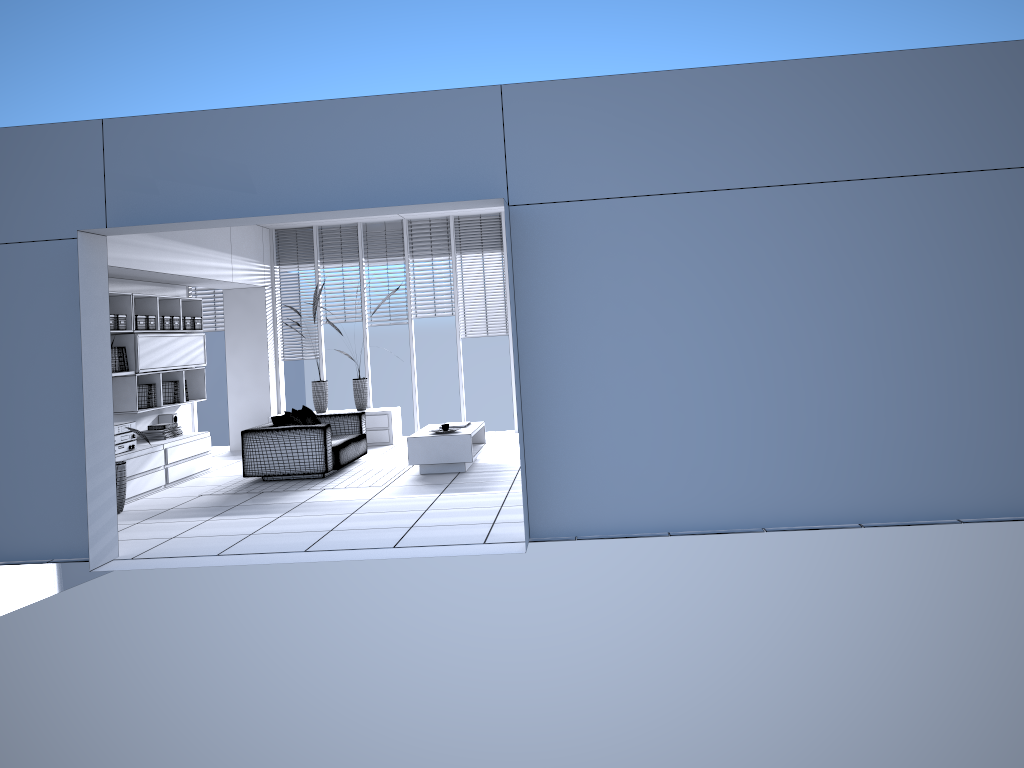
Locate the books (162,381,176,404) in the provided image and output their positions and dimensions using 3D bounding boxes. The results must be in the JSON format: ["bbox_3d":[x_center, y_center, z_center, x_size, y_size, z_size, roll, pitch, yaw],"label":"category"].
[{"bbox_3d":[-3.965,0.102,10.121,0.207,0.261,0.074,-4,-3,5],"label":"books"}]

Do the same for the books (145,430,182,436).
[{"bbox_3d":[-3.869,0.539,9.713,0.285,0.008,0.415,-3,3,6],"label":"books"}]

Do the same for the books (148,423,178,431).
[{"bbox_3d":[-3.845,0.468,9.706,0.207,0.050,0.259,-3,3,10],"label":"books"}]

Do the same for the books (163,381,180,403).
[{"bbox_3d":[-3.961,0.096,10.220,0.207,0.260,0.050,-4,-3,5],"label":"books"}]

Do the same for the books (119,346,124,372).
[{"bbox_3d":[-4.095,-0.249,9.032,0.207,0.261,0.074,-4,-3,5],"label":"books"}]

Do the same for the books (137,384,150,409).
[{"bbox_3d":[-4.016,0.140,9.518,0.207,0.261,0.074,-4,-3,5],"label":"books"}]

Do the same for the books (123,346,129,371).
[{"bbox_3d":[-4.075,-0.255,9.108,0.207,0.259,0.072,-4,-3,4],"label":"books"}]

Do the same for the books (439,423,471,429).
[{"bbox_3d":[-0.617,0.457,9.648,0.285,0.008,0.415,-3,3,6],"label":"books"}]

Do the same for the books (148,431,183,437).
[{"bbox_3d":[-3.862,0.558,9.745,0.285,0.008,0.415,-3,3,6],"label":"books"}]

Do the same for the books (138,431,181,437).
[{"bbox_3d":[-3.869,0.548,9.706,0.285,0.008,0.415,-3,3,6],"label":"books"}]

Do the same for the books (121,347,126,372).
[{"bbox_3d":[-4.088,-0.250,9.064,0.207,0.259,0.072,-4,-3,5],"label":"books"}]

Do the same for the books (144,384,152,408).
[{"bbox_3d":[-4.014,0.138,9.550,0.207,0.261,0.074,-4,-3,4],"label":"books"}]

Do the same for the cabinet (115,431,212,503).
[{"bbox_3d":[-3.847,0.861,9.104,0.573,0.450,2.270,-4,3,5],"label":"cabinet"}]

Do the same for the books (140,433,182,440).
[{"bbox_3d":[-3.872,0.578,9.727,0.285,0.008,0.415,-3,3,6],"label":"books"}]

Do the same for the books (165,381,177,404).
[{"bbox_3d":[-3.963,0.100,10.153,0.207,0.261,0.074,-4,-3,4],"label":"books"}]

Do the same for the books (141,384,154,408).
[{"bbox_3d":[-4.012,0.134,9.617,0.207,0.260,0.050,-4,-3,5],"label":"books"}]

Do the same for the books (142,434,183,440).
[{"bbox_3d":[-3.863,0.587,9.744,0.285,0.008,0.415,-3,3,6],"label":"books"}]

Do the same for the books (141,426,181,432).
[{"bbox_3d":[-3.878,0.501,9.698,0.285,0.008,0.415,-3,3,6],"label":"books"}]

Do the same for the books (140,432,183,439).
[{"bbox_3d":[-3.862,0.567,9.738,0.285,0.008,0.415,-3,3,6],"label":"books"}]

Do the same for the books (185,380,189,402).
[{"bbox_3d":[-3.947,0.084,10.452,0.207,0.261,0.074,-4,-3,5],"label":"books"}]

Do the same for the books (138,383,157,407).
[{"bbox_3d":[-4.007,0.130,9.669,0.207,0.260,0.050,-4,-3,5],"label":"books"}]

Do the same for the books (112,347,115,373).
[{"bbox_3d":[-4.113,-0.240,8.885,0.207,0.260,0.050,-4,-3,5],"label":"books"}]

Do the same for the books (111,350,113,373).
[{"bbox_3d":[-4.110,-0.237,8.833,0.207,0.260,0.050,-4,-3,5],"label":"books"}]

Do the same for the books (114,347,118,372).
[{"bbox_3d":[-4.106,-0.243,8.937,0.207,0.260,0.050,-4,-3,5],"label":"books"}]

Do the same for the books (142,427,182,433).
[{"bbox_3d":[-3.868,0.510,9.714,0.285,0.008,0.415,-3,3,6],"label":"books"}]

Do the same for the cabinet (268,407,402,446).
[{"bbox_3d":[-2.384,0.607,11.947,1.674,0.452,0.597,-3,1,5],"label":"cabinet"}]

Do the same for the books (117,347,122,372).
[{"bbox_3d":[-4.098,-0.247,9.001,0.207,0.261,0.074,-4,-3,5],"label":"books"}]

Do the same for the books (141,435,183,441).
[{"bbox_3d":[-3.863,0.596,9.737,0.285,0.008,0.415,-3,3,6],"label":"books"}]

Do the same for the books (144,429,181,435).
[{"bbox_3d":[-3.878,0.530,9.696,0.285,0.008,0.415,-3,3,6],"label":"books"}]

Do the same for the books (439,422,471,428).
[{"bbox_3d":[-0.619,0.442,9.638,0.285,0.008,0.415,-3,3,6],"label":"books"}]

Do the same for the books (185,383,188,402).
[{"bbox_3d":[-3.950,0.086,10.421,0.207,0.261,0.074,-4,-3,5],"label":"books"}]
